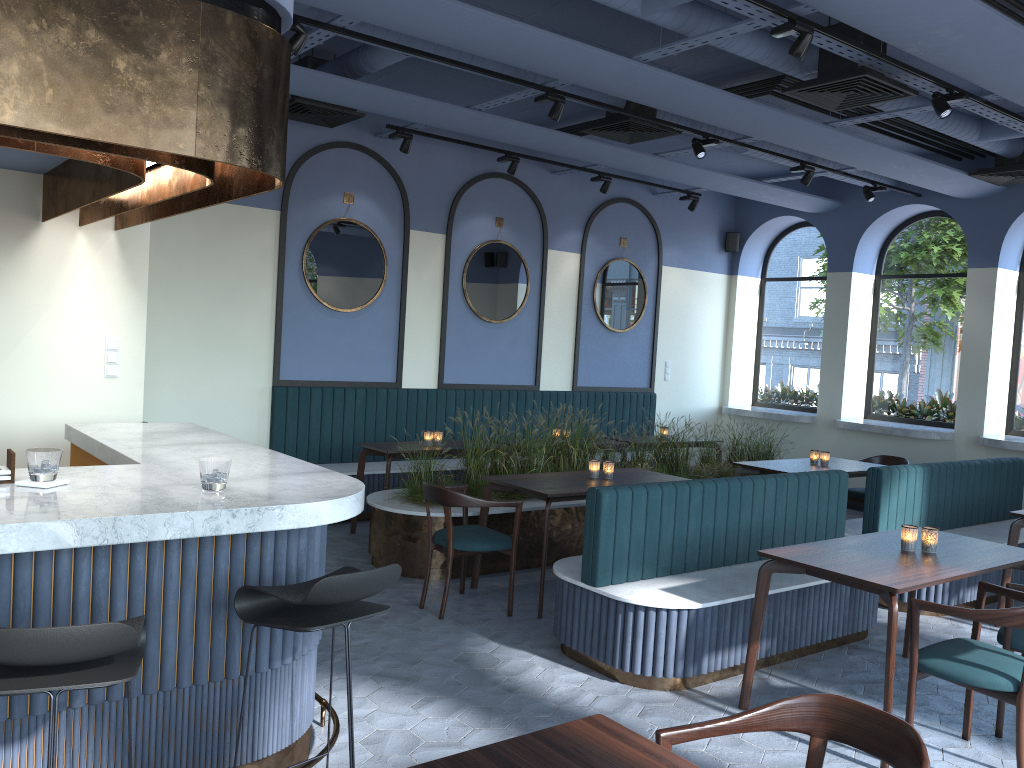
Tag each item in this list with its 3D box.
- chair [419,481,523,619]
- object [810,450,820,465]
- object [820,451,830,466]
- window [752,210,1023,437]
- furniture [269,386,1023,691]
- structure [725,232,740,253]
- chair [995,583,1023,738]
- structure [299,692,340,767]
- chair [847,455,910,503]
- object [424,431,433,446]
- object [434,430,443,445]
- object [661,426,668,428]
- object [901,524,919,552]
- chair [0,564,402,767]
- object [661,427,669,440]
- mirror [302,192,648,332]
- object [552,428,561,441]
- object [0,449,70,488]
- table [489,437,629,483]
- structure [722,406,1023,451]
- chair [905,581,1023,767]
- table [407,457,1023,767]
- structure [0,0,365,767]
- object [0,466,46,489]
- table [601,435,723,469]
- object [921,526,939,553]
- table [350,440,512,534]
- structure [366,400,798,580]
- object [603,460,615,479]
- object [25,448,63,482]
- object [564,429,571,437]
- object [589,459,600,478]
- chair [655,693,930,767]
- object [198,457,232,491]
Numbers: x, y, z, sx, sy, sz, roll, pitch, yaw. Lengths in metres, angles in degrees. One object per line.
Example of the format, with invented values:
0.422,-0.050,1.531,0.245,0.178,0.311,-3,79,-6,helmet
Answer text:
-0.300,0.993,5.453,0.525,0.793,0.618,1,3,-38,chair
2.632,0.637,7.714,0.078,0.120,0.078,2,3,-20,object
2.695,0.644,7.640,0.078,0.120,0.078,2,3,-20,object
3.493,-0.528,4.340,3.897,2.394,14.212,4,3,13,window
1.180,0.805,7.427,4.800,1.150,4.703,1,3,-37,furniture
0.160,-1.670,5.226,7.261,0.268,13.143,5,3,36,structure
2.553,1.226,4.094,0.525,0.793,0.618,6,3,39,chair
0.177,1.501,1.062,6.894,0.250,5.649,5,3,24,structure
3.413,1.076,8.291,0.525,0.793,0.618,1,3,-38,chair
-0.701,0.454,7.429,0.078,0.120,0.078,2,3,-20,object
-0.627,0.456,7.492,0.078,0.120,0.078,2,3,-20,object
1.576,0.504,9.200,0.078,0.120,0.078,5,3,35,object
1.948,0.757,4.353,0.078,0.120,0.078,5,3,35,object
0.456,1.139,1.643,6.322,0.949,3.651,1,3,-39,chair
1.568,0.508,9.103,0.078,0.120,0.078,5,3,35,object
-0.124,-1.173,9.192,4.357,1.089,0.026,1,3,-37,mirror
0.415,0.477,8.336,0.078,0.120,0.078,5,3,35,object
-1.647,0.277,2.933,0.342,0.099,0.171,3,3,-4,object
0.445,0.917,8.341,1.332,0.755,0.548,1,3,-37,table
3.203,0.681,4.432,4.315,0.080,14.155,4,3,14,structure
1.976,1.213,3.655,0.618,0.793,0.525,1,3,-38,chair
0.772,1.144,3.979,3.997,0.755,9.778,5,3,36,table
-2.735,-0.554,3.239,3.653,3.800,3.220,1,3,-37,structure
-1.654,0.306,2.901,0.339,0.042,0.249,1,3,-37,object
1.557,0.941,9.190,1.332,0.755,0.548,1,3,-37,table
2.046,0.763,4.345,0.078,0.120,0.078,5,3,35,object
-0.650,0.892,7.504,1.285,0.755,0.548,1,3,-37,table
0.976,0.752,7.696,4.878,1.207,1.143,1,3,-36,structure
0.668,0.596,6.152,0.078,0.120,0.078,5,3,35,object
-1.544,0.268,2.923,0.111,0.102,0.111,5,3,24,object
0.512,0.483,8.328,0.078,0.120,0.078,5,3,35,object
0.571,0.590,6.160,0.078,0.120,0.078,5,3,35,object
0.689,1.210,2.120,0.525,0.793,0.618,1,3,-38,chair
-1.013,0.308,3.018,0.111,0.102,0.111,5,3,24,object
